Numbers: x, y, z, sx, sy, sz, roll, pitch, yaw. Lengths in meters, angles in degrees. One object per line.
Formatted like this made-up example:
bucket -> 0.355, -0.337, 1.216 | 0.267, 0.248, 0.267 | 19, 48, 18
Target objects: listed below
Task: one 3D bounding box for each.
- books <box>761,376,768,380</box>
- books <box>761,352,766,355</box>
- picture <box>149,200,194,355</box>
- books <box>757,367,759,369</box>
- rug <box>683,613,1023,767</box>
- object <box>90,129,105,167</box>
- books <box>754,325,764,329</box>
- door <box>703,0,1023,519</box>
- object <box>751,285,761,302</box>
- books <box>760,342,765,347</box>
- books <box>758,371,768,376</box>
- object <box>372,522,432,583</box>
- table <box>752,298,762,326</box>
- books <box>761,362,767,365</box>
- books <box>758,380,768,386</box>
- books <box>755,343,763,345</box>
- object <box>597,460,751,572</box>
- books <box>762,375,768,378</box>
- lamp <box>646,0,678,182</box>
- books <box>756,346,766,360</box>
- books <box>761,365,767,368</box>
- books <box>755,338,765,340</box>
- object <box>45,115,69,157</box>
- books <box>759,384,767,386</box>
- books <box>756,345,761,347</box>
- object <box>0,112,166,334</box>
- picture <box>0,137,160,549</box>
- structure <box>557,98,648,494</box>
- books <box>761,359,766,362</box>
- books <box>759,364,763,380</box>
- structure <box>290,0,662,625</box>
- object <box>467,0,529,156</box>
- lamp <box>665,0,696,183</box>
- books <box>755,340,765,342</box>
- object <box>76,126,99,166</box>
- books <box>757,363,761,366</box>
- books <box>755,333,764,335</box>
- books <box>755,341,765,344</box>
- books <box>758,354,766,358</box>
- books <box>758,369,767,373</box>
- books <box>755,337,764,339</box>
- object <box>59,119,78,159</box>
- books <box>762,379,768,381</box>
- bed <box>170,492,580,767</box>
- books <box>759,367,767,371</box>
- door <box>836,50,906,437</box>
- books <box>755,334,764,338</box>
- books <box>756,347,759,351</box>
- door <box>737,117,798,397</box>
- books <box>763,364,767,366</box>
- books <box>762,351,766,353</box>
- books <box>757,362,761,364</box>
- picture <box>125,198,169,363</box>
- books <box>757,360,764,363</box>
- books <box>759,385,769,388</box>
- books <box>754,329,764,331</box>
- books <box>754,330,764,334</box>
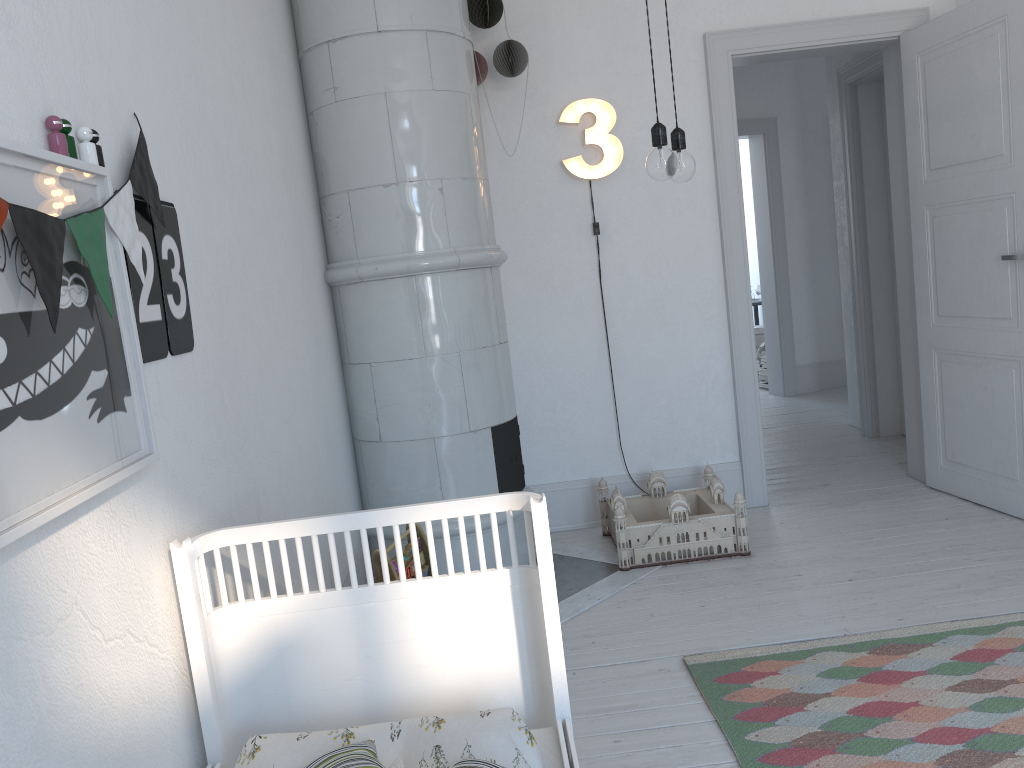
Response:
books -> 2.277, -0.056, 7.579 | 0.182, 0.016, 0.288 | -8, 7, -11
books -> 2.259, -0.264, 7.558 | 0.159, 0.012, 0.285 | -8, 7, -11
picture -> -0.677, -0.212, 1.770 | 0.013, 0.305, 0.152 | -7, 7, -1
books -> 2.255, -0.167, 7.986 | 0.159, 0.012, 0.285 | -7, 7, -1
rug -> 1.206, 0.877, 1.725 | 1.320, 0.016, 2.026 | -7, 7, -1
object -> -0.682, -0.383, 1.446 | 0.025, 0.064, 0.025 | -8, 7, -8
books -> 2.221, -0.509, 7.921 | 0.161, 0.012, 0.253 | -4, 7, 19
door -> 1.498, -0.508, 3.797 | 1.022, 2.179, 1.039 | -7, 7, -1
object -> 2.279, -0.852, 8.357 | 0.156, 0.146, 0.199 | -5, 7, 13
books -> 2.240, -0.332, 7.716 | 0.136, 0.102, 0.187 | -7, 7, -1
books -> 2.252, -0.098, 7.589 | 0.180, 0.028, 0.295 | -8, 7, -11
object -> -0.352, 0.703, 2.950 | 0.163, 0.424, 0.334 | -5, 8, 14
table -> 2.173, -0.428, 8.493 | 0.602, 0.703, 0.637 | -7, 7, -1
books -> 2.260, -0.180, 7.567 | 0.159, 0.012, 0.285 | -8, 7, -11
books -> 2.243, -0.021, 7.570 | 0.251, 0.012, 0.311 | -8, 7, -10
books -> 2.239, -0.374, 7.961 | 0.288, 0.016, 0.182 | -13, 9, -41
object -> 0.667, 0.544, 3.772 | 0.539, 0.299, 0.538 | -7, 7, -1
books -> 2.275, -0.075, 7.575 | 0.174, 0.021, 0.273 | -8, 7, -11
lamp -> 0.562, -1.194, 1.405 | 0.074, 1.531, 1.381 | -10, 8, -26
books -> 2.200, -0.273, 7.741 | 0.129, 0.139, 0.156 | -7, 7, -1
books -> 2.265, -0.151, 7.553 | 0.167, 0.017, 0.263 | -8, 7, -11
books -> 2.246, -0.417, 7.941 | 0.159, 0.012, 0.284 | -5, 7, 14
object -> -0.680, -0.368, 1.324 | 0.025, 0.064, 0.025 | -8, 7, -5
books -> 2.254, -0.009, 7.570 | 0.232, 0.014, 0.307 | -9, 7, -14
books -> 2.251, -0.360, 7.965 | 0.182, 0.016, 0.288 | -4, 7, 19
object -> -0.663, -0.284, 1.285 | 0.058, 0.415, 0.904 | -7, 7, -2
picture -> -0.638, -0.070, 1.148 | 0.030, 0.493, 0.702 | -7, 7, -1
structure -> 0.559, -0.319, 4.070 | 0.513, 1.948, 0.065 | -7, 7, -1
books -> 2.263, -0.208, 7.559 | 0.174, 0.021, 0.273 | -8, 7, -11
books -> 2.220, -0.097, 7.746 | 0.123, 0.169, 0.049 | -8, 7, -6
structure -> -0.247, -0.553, 3.554 | 1.256, 2.882, 0.799 | 0, 10, 43
object -> -0.111, -1.374, 3.772 | 0.386, 0.827, 0.196 | 0, 10, 42
lamp -> 0.629, -1.216, 1.525 | 0.074, 1.531, 1.381 | -10, 8, -26
books -> 2.238, -0.403, 7.935 | 0.161, 0.012, 0.254 | -6, 7, 4
object -> -0.681, -0.380, 1.421 | 0.025, 0.064, 0.025 | -8, 7, -5
books -> 2.257, -0.195, 7.976 | 0.174, 0.021, 0.273 | -7, 7, -1
books -> 2.225, -0.460, 7.933 | 0.161, 0.013, 0.254 | -6, 7, 9
books -> 2.231, -0.388, 7.944 | 0.167, 0.017, 0.262 | -6, 7, 9
books -> 2.253, -0.243, 7.556 | 0.176, 0.025, 0.330 | -8, 7, -11
books -> 2.252, -0.119, 7.574 | 0.182, 0.016, 0.288 | -8, 7, -11
books -> 2.225, -0.425, 7.928 | 0.161, 0.013, 0.256 | -4, 7, 19
object -> -0.681, -0.372, 1.352 | 0.025, 0.064, 0.025 | -7, 7, -3
books -> 2.288, -0.043, 7.589 | 0.182, 0.016, 0.288 | -8, 7, -11
bed -> -0.201, 0.715, 1.039 | 0.670, 0.833, 1.402 | -7, 7, -1
books -> 2.251, -0.133, 7.561 | 0.182, 0.016, 0.288 | -8, 7, -11
door -> 2.161, -0.713, 4.815 | 0.261, 2.179, 0.980 | -7, 7, -1
books -> 2.238, -0.444, 7.932 | 0.174, 0.021, 0.273 | -4, 8, 24
books -> 2.253, -0.335, 7.952 | 0.180, 0.028, 0.295 | -5, 7, 14
door -> 1.565, -0.941, 7.230 | 1.004, 2.179, 0.856 | -9, 8, -16
books -> 2.270, -0.168, 7.559 | 0.161, 0.012, 0.254 | -8, 7, -11
books -> 2.257, -0.274, 7.541 | 0.161, 0.012, 0.254 | -8, 7, -11
books -> 2.250, -0.211, 7.965 | 0.161, 0.013, 0.254 | -8, 7, -6
picture -> -0.671, -0.192, 1.617 | 0.010, 0.302, 0.151 | -7, 7, -2
books -> 2.247, -0.230, 7.975 | 0.176, 0.025, 0.330 | -7, 7, -1
books -> 2.255, 0.005, 7.578 | 0.232, 0.014, 0.314 | -8, 7, -12
books -> 2.238, -0.498, 7.922 | 0.159, 0.012, 0.284 | -4, 7, 19
books -> 2.235, -0.480, 7.933 | 0.176, 0.025, 0.330 | -5, 7, 14
